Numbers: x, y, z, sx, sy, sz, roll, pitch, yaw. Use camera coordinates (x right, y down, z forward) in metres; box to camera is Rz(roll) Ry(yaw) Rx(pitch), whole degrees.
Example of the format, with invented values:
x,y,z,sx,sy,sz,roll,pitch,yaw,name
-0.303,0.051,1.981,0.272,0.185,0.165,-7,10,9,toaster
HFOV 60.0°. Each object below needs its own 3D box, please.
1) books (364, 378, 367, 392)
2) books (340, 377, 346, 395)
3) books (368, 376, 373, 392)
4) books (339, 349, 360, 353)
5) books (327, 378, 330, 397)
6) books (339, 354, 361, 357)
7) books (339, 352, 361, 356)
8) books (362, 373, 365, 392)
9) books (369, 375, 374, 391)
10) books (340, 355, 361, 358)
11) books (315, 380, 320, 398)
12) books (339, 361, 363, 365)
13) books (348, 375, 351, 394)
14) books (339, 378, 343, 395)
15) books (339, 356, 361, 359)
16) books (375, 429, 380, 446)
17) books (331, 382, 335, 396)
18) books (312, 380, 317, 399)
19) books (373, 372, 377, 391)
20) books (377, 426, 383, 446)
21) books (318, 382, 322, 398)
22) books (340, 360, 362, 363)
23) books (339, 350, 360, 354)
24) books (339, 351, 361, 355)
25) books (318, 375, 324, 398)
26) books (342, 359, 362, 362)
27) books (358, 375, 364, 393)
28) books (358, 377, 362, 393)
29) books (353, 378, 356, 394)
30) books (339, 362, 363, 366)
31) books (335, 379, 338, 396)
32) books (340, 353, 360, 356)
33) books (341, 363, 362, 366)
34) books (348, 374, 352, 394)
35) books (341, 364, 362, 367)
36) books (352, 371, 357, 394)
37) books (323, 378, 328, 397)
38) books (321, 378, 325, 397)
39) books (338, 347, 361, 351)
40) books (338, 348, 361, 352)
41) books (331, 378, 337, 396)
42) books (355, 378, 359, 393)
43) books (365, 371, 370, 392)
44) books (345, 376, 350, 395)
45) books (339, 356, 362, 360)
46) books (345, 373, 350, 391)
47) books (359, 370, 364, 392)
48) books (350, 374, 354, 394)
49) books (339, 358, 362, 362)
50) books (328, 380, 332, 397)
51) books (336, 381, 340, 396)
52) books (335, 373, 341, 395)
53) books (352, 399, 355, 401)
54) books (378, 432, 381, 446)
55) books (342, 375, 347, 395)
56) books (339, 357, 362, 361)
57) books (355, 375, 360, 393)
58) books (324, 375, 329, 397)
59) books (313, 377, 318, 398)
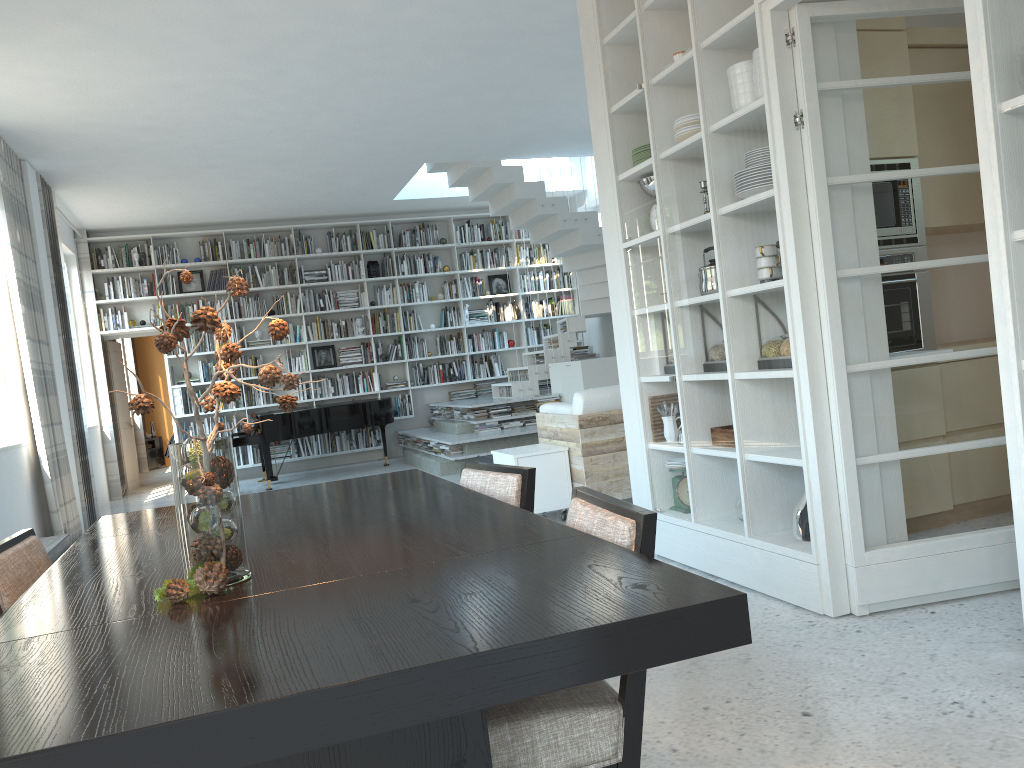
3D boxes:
x,y,z,sx,sy,sz,roll,pitch,yaw,name
-1.943,0.019,11.705,0.023,0.183,0.169,-7,2,-18,books
-2.222,0.027,11.631,0.031,0.237,0.159,-7,2,-18,books
-1.880,-0.004,11.727,0.042,0.212,0.169,-7,2,-18,books
-2.136,-0.434,11.657,0.254,0.012,0.161,-7,2,-22,books
-2.407,0.046,11.578,0.021,0.244,0.141,-7,2,-18,books
-2.128,-0.374,11.656,0.285,0.012,0.159,-7,1,-13,books
-2.132,-0.398,11.660,0.254,0.012,0.161,-7,2,-21,books
-1.973,-0.015,11.721,0.014,0.256,0.145,-7,2,-18,books
-1.856,-0.009,11.736,0.011,0.216,0.166,-7,2,-18,books
-2.126,-0.361,11.658,0.254,0.012,0.161,-7,2,-23,books
-2.531,0.067,11.516,0.027,0.234,0.167,-7,2,-18,books
-2.120,-0.279,11.669,0.285,0.012,0.159,-7,2,-19,books
-2.144,0.009,11.662,0.011,0.252,0.158,-7,2,-18,books
-2.249,0.038,11.630,0.025,0.220,0.140,-7,2,-18,books
-2.125,-0.350,11.657,0.285,0.012,0.159,-7,1,-13,books
-1.795,0.712,11.754,0.029,0.218,0.191,-7,2,-18,books
-2.350,0.070,11.569,0.029,0.184,0.174,-7,2,-18,books
-2.574,0.067,11.520,0.029,0.244,0.154,-7,2,-18,books
-1.824,-0.028,11.740,0.033,0.246,0.176,-7,2,-18,books
-1.727,0.679,11.717,0.038,0.269,0.277,-7,2,-18,books
-2.509,0.077,11.536,0.024,0.208,0.170,-7,2,-18,books
-2.118,-0.291,11.659,0.285,0.012,0.159,-7,1,-13,books
-2.135,-0.422,11.659,0.254,0.012,0.161,-7,2,-21,books
-2.133,-0.410,11.658,0.254,0.012,0.161,-7,2,-22,books
-2.495,0.034,11.558,0.027,0.291,0.140,-7,2,-18,books
-2.120,-0.303,11.660,0.254,0.012,0.161,-7,2,-23,books
-1.996,0.000,11.693,0.023,0.234,0.174,-7,2,-18,books
-2.016,0.017,11.686,0.023,0.204,0.167,-7,2,-18,books
-2.089,0.027,11.677,0.021,0.203,0.128,-7,2,-18,books
-2.116,-0.267,11.660,0.285,0.012,0.159,-7,2,-23,books
-2.311,0.041,11.599,0.013,0.230,0.139,-7,2,-18,books
-2.131,-0.385,11.661,0.254,0.012,0.161,-7,2,-15,books
-2.116,-0.255,11.668,0.254,0.012,0.161,-7,2,-16,books
-2.131,0.003,11.655,0.010,0.261,0.181,-7,2,-18,books
-2.114,-0.243,11.664,0.254,0.012,0.161,-7,2,-22,books
-2.076,-0.022,11.671,0.012,0.297,0.177,-7,2,-18,books
-2.437,0.050,11.552,0.027,0.246,0.179,-7,2,-18,books
-2.467,0.052,11.561,0.024,0.248,0.132,-7,2,-18,books
-2.138,-0.458,11.653,0.285,0.012,0.159,-7,2,-23,books
-2.139,-0.446,11.660,0.285,0.012,0.159,-7,2,-16,books
-2.328,0.040,11.583,0.029,0.238,0.165,-7,2,-18,books
-2.053,0.021,11.676,0.024,0.207,0.183,-7,2,-18,books
-1.919,-0.029,11.725,0.026,0.272,0.175,-7,2,-18,books
-2.169,0.016,11.636,0.026,0.245,0.191,-7,2,-18,books
-2.126,-0.338,11.665,0.285,0.012,0.159,-7,2,-16,books
-2.160,-0.006,11.664,0.014,0.286,0.134,-7,2,-18,books
-1.986,-0.032,11.709,0.014,0.294,0.137,-7,2,-18,books
-2.111,-0.001,11.655,0.028,0.264,0.161,-7,2,-18,books
-2.125,-0.314,11.670,0.285,0.012,0.159,-7,2,-18,books
-2.378,0.057,11.564,0.023,0.217,0.174,-7,2,-18,books
-2.288,0.056,11.594,0.023,0.196,0.165,-7,2,-18,books
-2.274,0.006,11.612,0.026,0.292,0.152,-7,2,-18,books
-2.055,0.350,11.610,0.013,0.303,0.181,-7,2,-18,books
-1.772,0.726,11.774,0.023,0.182,0.148,-7,2,-18,books
-2.202,0.015,11.653,0.025,0.254,0.136,-7,2,-18,books
-2.125,-0.326,11.667,0.285,0.012,0.159,-7,2,-17,books
-2.040,0.005,11.691,0.014,0.235,0.154,-7,2,-18,books
-2.420,0.029,11.554,0.013,0.282,0.166,-7,2,-18,books
-2.555,0.049,11.519,0.011,0.275,0.146,-7,2,-18,books
